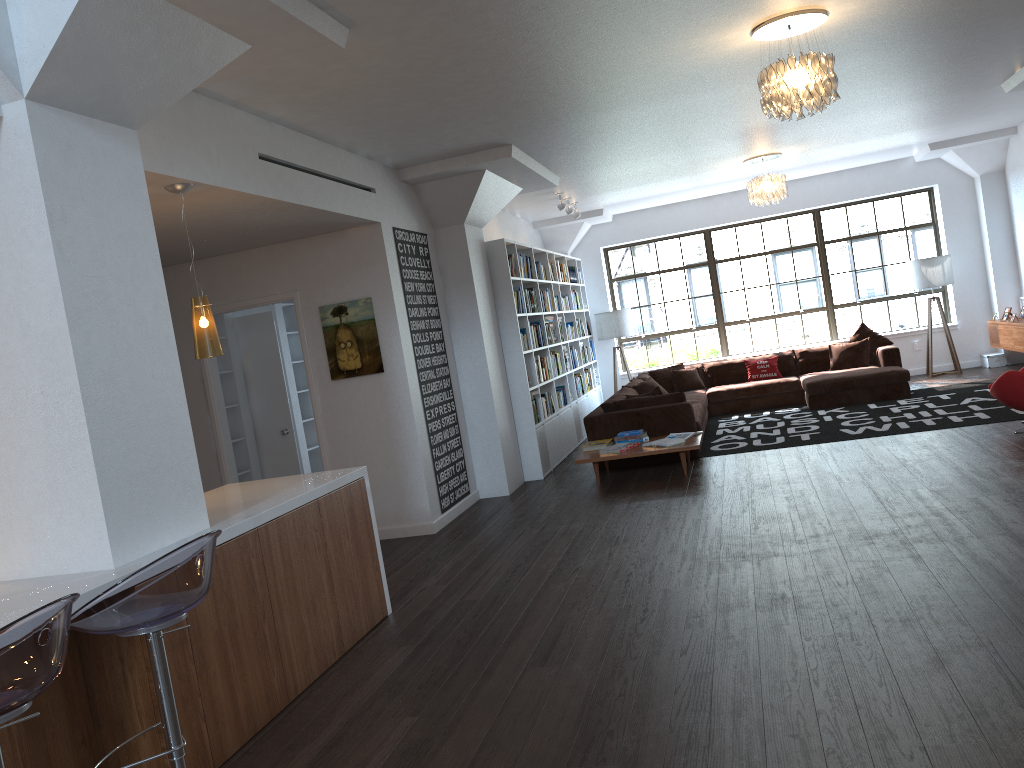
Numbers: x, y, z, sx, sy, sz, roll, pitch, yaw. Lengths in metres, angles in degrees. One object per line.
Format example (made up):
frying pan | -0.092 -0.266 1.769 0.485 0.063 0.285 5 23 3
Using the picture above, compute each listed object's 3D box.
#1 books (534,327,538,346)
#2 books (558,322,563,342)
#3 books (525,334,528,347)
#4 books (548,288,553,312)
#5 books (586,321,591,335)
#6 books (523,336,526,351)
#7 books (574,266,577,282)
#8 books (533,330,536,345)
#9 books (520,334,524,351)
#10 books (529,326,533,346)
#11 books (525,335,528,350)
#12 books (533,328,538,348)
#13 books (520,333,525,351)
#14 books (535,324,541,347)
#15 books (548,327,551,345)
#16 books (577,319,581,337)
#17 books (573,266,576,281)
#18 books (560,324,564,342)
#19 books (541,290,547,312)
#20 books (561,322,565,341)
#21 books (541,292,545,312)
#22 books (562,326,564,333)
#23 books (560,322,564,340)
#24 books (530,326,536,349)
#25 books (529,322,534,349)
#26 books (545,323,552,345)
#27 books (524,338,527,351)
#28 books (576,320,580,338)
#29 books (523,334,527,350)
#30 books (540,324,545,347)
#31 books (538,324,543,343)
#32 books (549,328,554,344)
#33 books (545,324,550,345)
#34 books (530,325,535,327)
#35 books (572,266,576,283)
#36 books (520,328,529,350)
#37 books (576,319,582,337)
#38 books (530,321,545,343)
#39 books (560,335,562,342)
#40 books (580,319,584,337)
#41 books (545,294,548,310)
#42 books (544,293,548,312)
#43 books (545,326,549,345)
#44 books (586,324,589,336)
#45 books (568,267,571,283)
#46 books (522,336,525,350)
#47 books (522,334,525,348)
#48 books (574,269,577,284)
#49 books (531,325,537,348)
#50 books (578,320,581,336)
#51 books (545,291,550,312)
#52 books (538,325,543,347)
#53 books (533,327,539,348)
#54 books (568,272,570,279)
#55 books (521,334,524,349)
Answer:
books | 0.186 -0.488 9.583 0.161 0.223 0.026 -9 3 15
books | 0.522 -0.630 10.928 0.174 0.251 0.051 -9 3 15
books | 0.104 -0.422 9.141 0.107 0.167 0.017 -9 3 15
books | 0.374 -0.989 10.621 0.197 0.283 0.065 -9 3 15
books | 1.047 -0.808 13.011 0.182 0.215 0.188 -9 3 15
books | 0.080 -0.407 9.056 0.110 0.153 0.019 -9 3 15
books | 0.822 -1.532 12.618 0.183 0.253 0.042 -9 3 15
books | 0.157 -0.490 9.492 0.170 0.245 0.057 -9 3 15
books | 0.044 -0.408 8.950 0.128 0.178 0.022 -9 3 15
books | 0.102 -0.491 9.310 0.197 0.283 0.065 -9 3 15
books | 0.098 -0.418 9.117 0.106 0.162 0.032 -9 3 15
books | 0.182 -0.486 9.556 0.161 0.223 0.027 -9 3 15
books | 0.047 -0.414 8.998 0.134 0.184 0.030 -9 3 15
books | 0.209 -0.513 9.681 0.182 0.253 0.034 -9 3 15
books | 0.357 -0.552 10.247 0.161 0.223 0.032 -9 3 15
books | 0.839 -0.752 12.236 0.183 0.253 0.042 -9 3 15
books | 0.801 -1.524 12.533 0.183 0.253 0.042 -9 3 15
books | 0.545 -0.622 10.996 0.161 0.223 0.030 -9 3 15
books | 0.294 -0.940 10.246 0.182 0.253 0.034 -9 3 15
books | 0.558 -0.641 11.098 0.171 0.246 0.036 -9 3 15
books | 0.272 -0.925 10.149 0.174 0.239 0.045 -9 3 15
books | 0.564 -0.646 11.134 0.160 0.251 0.036 -9 3 15
books | 0.537 -0.636 11.033 0.183 0.253 0.039 -9 3 15
books | 0.149 -0.483 9.442 0.174 0.239 0.045 -9 3 15
books | 0.121 -0.500 9.368 0.176 0.290 0.053 -9 3 15
books | 0.350 -0.568 10.285 0.183 0.253 0.042 -9 3 15
books | 0.083 -0.408 9.074 0.110 0.153 0.018 -9 3 15
books | 0.823 -0.737 12.126 0.174 0.240 0.054 -9 3 15
books | 0.085 -0.416 9.093 0.120 0.167 0.020 -9 3 15
books | 0.257 -0.529 9.848 0.182 0.253 0.034 -9 3 15
books | 0.238 -0.525 9.818 0.182 0.253 0.034 -9 3 15
books | 0.393 -0.557 10.400 0.161 0.207 0.135 -9 3 14
books | 0.333 -0.553 10.174 0.174 0.240 0.054 -9 3 15
books | 0.179 -0.506 9.654 0.182 0.253 0.034 -9 3 15
books | 0.790 -1.520 12.491 0.183 0.253 0.042 -9 3 15
books | 0.091 -0.455 9.176 0.140 0.231 0.042 -9 3 15
books | 0.874 -0.769 12.384 0.180 0.259 0.042 -9 3 15
books | 0.259 -0.552 9.910 0.176 0.294 0.102 -9 3 15
books | 0.513 -0.611 10.890 0.161 0.223 0.030 -9 3 15
books | 0.901 -0.774 12.466 0.183 0.253 0.042 -9 3 15
books | 0.330 -0.938 10.372 0.161 0.223 0.027 -9 3 15
books | 0.321 -0.935 10.346 0.161 0.223 0.026 -9 3 15
books | 0.323 -0.541 10.133 0.161 0.223 0.032 -9 3 15
books | 1.017 -0.795 12.926 0.167 0.210 0.162 -9 3 15
books | 0.715 -1.472 12.121 0.161 0.223 0.032 -9 3 15
books | 0.055 -0.414 9.023 0.128 0.178 0.022 -9 3 15
books | 0.068 -0.414 9.040 0.109 0.171 0.018 -9 3 15
books | 0.809 -1.527 12.576 0.183 0.253 0.042 -9 3 15
books | 0.166 -0.496 9.532 0.159 0.250 0.026 -9 3 15
books | 0.861 -0.756 12.307 0.171 0.246 0.039 -9 3 15
books | 0.338 -0.954 10.438 0.170 0.245 0.057 -9 3 15
books | 0.236 -0.515 9.778 0.174 0.239 0.045 -9 3 15
books | 0.186 -0.494 9.616 0.167 0.230 0.037 -9 3 15
books | 0.698 -1.468 12.092 0.161 0.223 0.033 -9 3 15
books | 0.047 -0.410 8.972 0.128 0.178 0.021 -9 3 15
